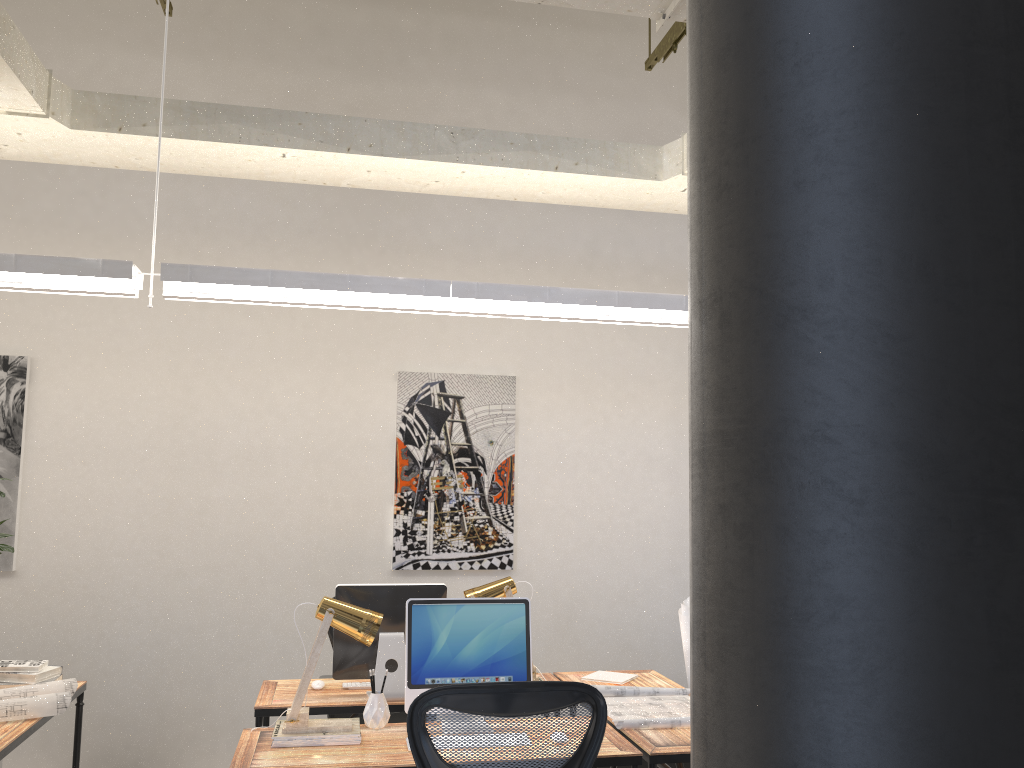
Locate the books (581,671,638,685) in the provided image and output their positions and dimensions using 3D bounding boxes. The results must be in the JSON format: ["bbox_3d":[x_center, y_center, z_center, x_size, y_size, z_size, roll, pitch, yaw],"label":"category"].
[{"bbox_3d":[0.474,1.417,4.283,0.205,0.019,0.244,-2,-8,26],"label":"books"}]

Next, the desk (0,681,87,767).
[{"bbox_3d":[-2.031,1.602,3.215,0.529,0.723,1.403,2,-7,-11],"label":"desk"}]

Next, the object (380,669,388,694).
[{"bbox_3d":[-0.502,1.197,3.385,0.054,0.207,0.008,4,-7,-28],"label":"object"}]

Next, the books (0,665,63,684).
[{"bbox_3d":[-2.095,1.233,3.783,0.257,0.044,0.193,0,-7,6],"label":"books"}]

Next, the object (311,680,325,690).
[{"bbox_3d":[-0.876,1.355,4.002,0.059,0.029,0.106,2,-7,-10],"label":"object"}]

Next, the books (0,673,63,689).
[{"bbox_3d":[-2.077,1.278,3.759,0.271,0.050,0.200,3,-7,-14],"label":"books"}]

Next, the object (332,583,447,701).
[{"bbox_3d":[-0.530,1.116,3.861,0.484,0.484,0.190,2,-6,-11],"label":"object"}]

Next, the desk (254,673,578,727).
[{"bbox_3d":[-0.439,1.739,3.980,1.401,0.723,0.530,2,-6,-11],"label":"desk"}]

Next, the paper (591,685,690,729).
[{"bbox_3d":[0.593,1.331,3.680,0.568,0.061,0.627,3,-7,-14],"label":"paper"}]

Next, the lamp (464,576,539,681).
[{"bbox_3d":[-0.052,1.117,4.048,0.344,0.469,0.128,2,-6,-11],"label":"lamp"}]

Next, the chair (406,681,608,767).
[{"bbox_3d":[-0.084,1.416,2.718,0.771,1.084,0.793,4,-7,-28],"label":"chair"}]

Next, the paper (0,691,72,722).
[{"bbox_3d":[-2.146,1.177,3.074,1.135,0.082,0.083,6,-8,-36],"label":"paper"}]

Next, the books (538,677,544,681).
[{"bbox_3d":[-0.001,1.365,4.006,0.309,0.038,0.226,2,-7,-11],"label":"books"}]

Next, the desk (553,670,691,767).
[{"bbox_3d":[0.593,1.729,3.764,0.529,0.723,1.403,2,-7,-11],"label":"desk"}]

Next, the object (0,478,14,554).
[{"bbox_3d":[-1.894,0.654,2.830,0.514,1.076,0.439,3,-6,-21],"label":"object"}]

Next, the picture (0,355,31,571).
[{"bbox_3d":[-3.075,0.421,4.843,0.731,1.181,0.049,2,-6,-11],"label":"picture"}]

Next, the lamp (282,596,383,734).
[{"bbox_3d":[-0.646,1.008,3.216,0.344,0.469,0.128,2,-6,-11],"label":"lamp"}]

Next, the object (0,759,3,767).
[{"bbox_3d":[-2.247,1.774,3.516,0.221,0.454,0.544,2,-7,-11],"label":"object"}]

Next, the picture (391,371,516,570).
[{"bbox_3d":[-0.346,0.528,5.390,0.731,1.181,0.049,2,-6,-11],"label":"picture"}]

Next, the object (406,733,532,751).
[{"bbox_3d":[-0.153,1.271,3.151,0.439,0.017,0.119,2,-7,-11],"label":"object"}]

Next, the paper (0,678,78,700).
[{"bbox_3d":[-2.178,1.196,3.238,0.083,0.082,1.135,-5,-9,43],"label":"paper"}]

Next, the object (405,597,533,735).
[{"bbox_3d":[-0.168,1.066,3.397,0.484,0.484,0.190,2,-6,-11],"label":"object"}]

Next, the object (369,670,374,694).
[{"bbox_3d":[-0.527,1.196,3.372,0.054,0.207,0.008,-5,-8,43],"label":"object"}]

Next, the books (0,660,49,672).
[{"bbox_3d":[-2.093,1.200,3.771,0.185,0.030,0.153,2,-7,-13],"label":"books"}]

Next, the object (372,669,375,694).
[{"bbox_3d":[-0.526,1.198,3.384,0.008,0.207,0.054,4,-7,-24],"label":"object"}]

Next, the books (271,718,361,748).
[{"bbox_3d":[-0.704,1.259,3.207,0.309,0.038,0.226,2,-7,-11],"label":"books"}]

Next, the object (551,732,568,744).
[{"bbox_3d":[0.170,1.277,3.210,0.059,0.029,0.106,2,-7,-10],"label":"object"}]

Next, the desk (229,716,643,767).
[{"bbox_3d":[-0.278,1.643,3.153,1.401,0.723,0.530,2,-6,-11],"label":"desk"}]

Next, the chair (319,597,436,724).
[{"bbox_3d":[-0.627,1.614,4.452,0.771,1.084,0.793,4,-7,-28],"label":"chair"}]

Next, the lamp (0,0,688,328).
[{"bbox_3d":[-0.265,-1.687,4.051,7.302,2.860,0.226,2,-6,-11],"label":"lamp"}]

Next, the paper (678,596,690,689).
[{"bbox_3d":[1.050,1.562,4.304,0.441,1.196,0.413,5,-7,-33],"label":"paper"}]

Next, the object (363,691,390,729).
[{"bbox_3d":[-0.514,1.238,3.371,0.101,0.126,0.101,-3,-8,33],"label":"object"}]

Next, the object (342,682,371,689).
[{"bbox_3d":[-0.553,1.374,4.059,0.439,0.017,0.119,2,-7,-11],"label":"object"}]
